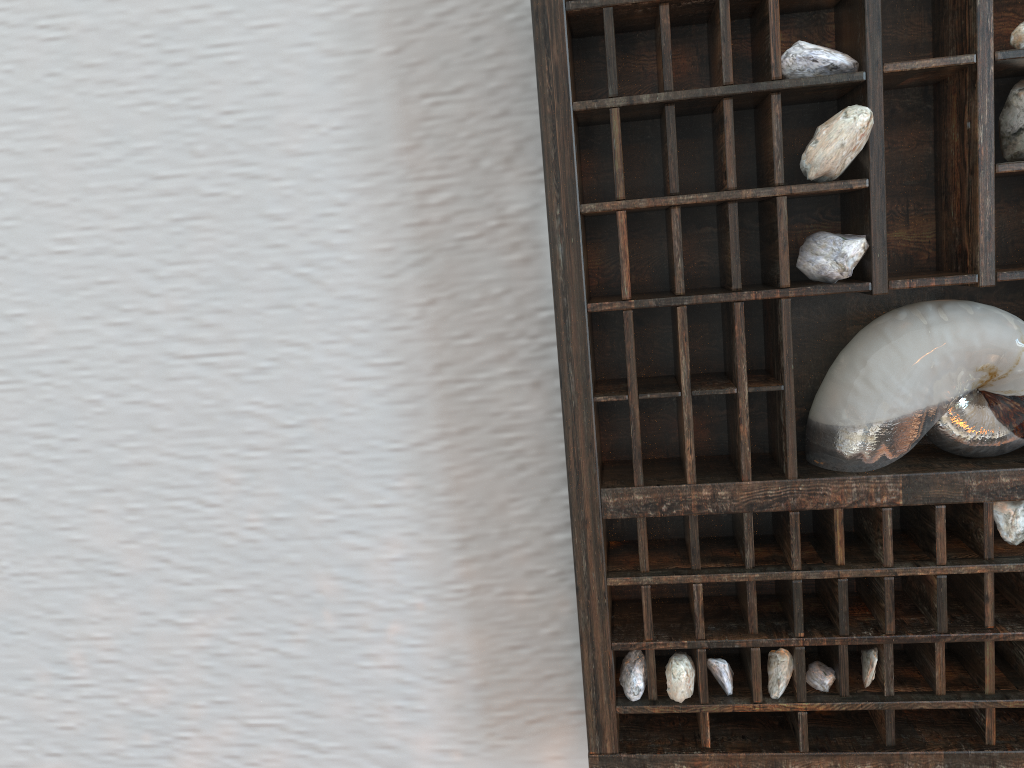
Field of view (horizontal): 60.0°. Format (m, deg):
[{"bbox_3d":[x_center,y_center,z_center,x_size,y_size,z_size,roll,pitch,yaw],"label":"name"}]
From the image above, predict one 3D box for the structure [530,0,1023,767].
[{"bbox_3d":[0.254,-0.033,0.386,0.468,0.415,0.086,-4,5,8],"label":"structure"}]
